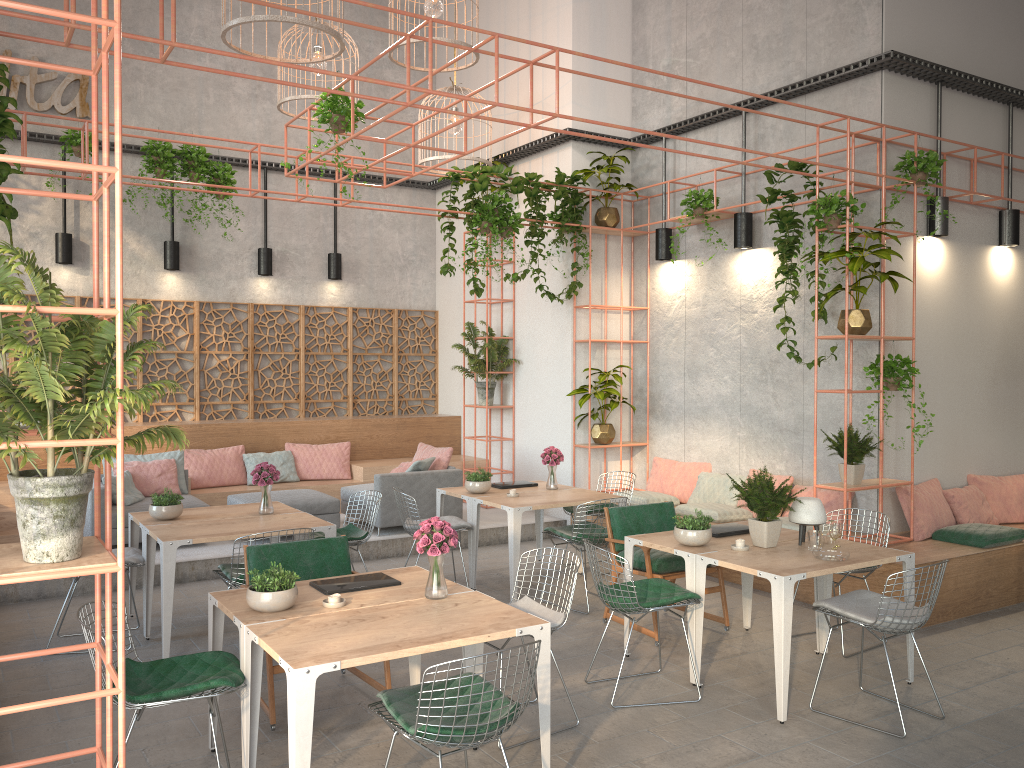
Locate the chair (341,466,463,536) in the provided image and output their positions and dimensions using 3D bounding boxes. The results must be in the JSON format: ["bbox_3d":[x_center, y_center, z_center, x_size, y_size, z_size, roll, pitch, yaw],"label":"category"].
[{"bbox_3d":[-1.272,1.273,10.142,1.052,0.672,1.127,-1,1,-32],"label":"chair"}]

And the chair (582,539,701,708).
[{"bbox_3d":[0.799,1.429,5.474,0.717,0.941,0.565,0,1,-16],"label":"chair"}]

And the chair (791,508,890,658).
[{"bbox_3d":[2.369,1.414,6.466,0.717,0.941,0.565,-1,1,-31],"label":"chair"}]

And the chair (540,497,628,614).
[{"bbox_3d":[0.620,1.391,7.518,0.565,0.941,0.717,-1,1,-36],"label":"chair"}]

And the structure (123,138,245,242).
[{"bbox_3d":[-3.907,-2.370,10.562,1.434,1.290,0.670,-1,1,-32],"label":"structure"}]

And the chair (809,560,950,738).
[{"bbox_3d":[2.118,1.438,5.125,0.565,0.941,0.717,-1,1,-36],"label":"chair"}]

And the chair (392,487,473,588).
[{"bbox_3d":[-0.699,1.381,7.867,0.717,0.941,0.565,0,1,-16],"label":"chair"}]

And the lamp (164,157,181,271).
[{"bbox_3d":[-4.306,-2.156,11.213,0.185,1.436,0.185,0,1,9],"label":"lamp"}]

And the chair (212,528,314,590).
[{"bbox_3d":[-1.698,1.412,6.067,0.565,0.941,0.717,-1,1,-36],"label":"chair"}]

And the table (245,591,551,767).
[{"bbox_3d":[-0.515,1.509,4.051,1.214,0.830,0.694,-1,1,-32],"label":"table"}]

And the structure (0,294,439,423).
[{"bbox_3d":[-4.661,-0.016,11.143,9.782,2.103,0.132,-1,1,-32],"label":"structure"}]

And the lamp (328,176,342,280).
[{"bbox_3d":[-2.469,-2.174,12.363,0.179,1.436,0.185,-1,1,-32],"label":"lamp"}]

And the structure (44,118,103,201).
[{"bbox_3d":[-4.904,-2.520,9.990,0.605,0.972,0.587,-1,1,-34],"label":"structure"}]

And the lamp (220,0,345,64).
[{"bbox_3d":[-1.678,-4.249,6.508,0.883,3.476,0.883,1,1,20],"label":"lamp"}]

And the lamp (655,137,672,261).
[{"bbox_3d":[1.733,-2.129,10.108,0.185,1.425,0.179,-1,1,-32],"label":"lamp"}]

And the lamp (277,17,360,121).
[{"bbox_3d":[-2.108,-4.726,9.659,0.883,3.476,0.883,1,1,20],"label":"lamp"}]

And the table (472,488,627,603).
[{"bbox_3d":[0.337,1.427,7.935,1.214,0.830,0.694,-1,1,-32],"label":"table"}]

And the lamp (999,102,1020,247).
[{"bbox_3d":[4.988,-2.099,8.885,0.179,1.425,0.185,-1,1,-32],"label":"lamp"}]

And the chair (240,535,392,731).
[{"bbox_3d":[-1.188,1.432,5.307,0.722,0.917,0.685,-1,1,-32],"label":"chair"}]

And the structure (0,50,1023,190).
[{"bbox_3d":[1.679,-2.792,6.006,15.203,0.110,15.603,-1,1,-32],"label":"structure"}]

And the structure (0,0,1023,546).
[{"bbox_3d":[2.049,-0.540,8.984,14.096,4.345,4.501,-1,1,-33],"label":"structure"}]

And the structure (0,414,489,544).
[{"bbox_3d":[-4.030,1.063,9.589,9.152,1.111,3.396,-1,1,-32],"label":"structure"}]

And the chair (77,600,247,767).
[{"bbox_3d":[-1.552,1.451,3.983,0.717,0.941,0.565,0,1,-16],"label":"chair"}]

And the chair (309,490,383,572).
[{"bbox_3d":[-1.448,1.388,7.408,0.717,0.941,0.565,-1,1,-31],"label":"chair"}]

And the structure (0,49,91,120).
[{"bbox_3d":[-5.889,-3.529,10.293,1.807,0.695,0.087,-1,1,-32],"label":"structure"}]

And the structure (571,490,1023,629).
[{"bbox_3d":[4.325,1.574,10.149,5.831,0.500,4.386,-1,1,-32],"label":"structure"}]

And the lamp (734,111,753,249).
[{"bbox_3d":[2.374,-2.109,9.084,0.185,1.425,0.179,-1,1,-32],"label":"lamp"}]

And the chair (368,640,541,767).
[{"bbox_3d":[-0.233,1.461,3.634,0.565,0.941,0.717,-1,1,-36],"label":"chair"}]

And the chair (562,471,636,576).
[{"bbox_3d":[0.871,1.366,8.859,0.717,0.941,0.565,-1,1,-31],"label":"chair"}]

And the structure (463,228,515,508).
[{"bbox_3d":[-0.307,-0.218,11.626,0.424,3.596,0.624,-1,1,-32],"label":"structure"}]

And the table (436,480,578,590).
[{"bbox_3d":[-0.036,1.415,8.523,1.205,0.830,0.694,-1,1,-32],"label":"table"}]

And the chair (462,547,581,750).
[{"bbox_3d":[0.018,1.436,4.975,0.717,0.941,0.565,-1,1,-31],"label":"chair"}]

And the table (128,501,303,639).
[{"bbox_3d":[-2.354,1.437,7.072,1.205,0.830,0.694,-1,1,-32],"label":"table"}]

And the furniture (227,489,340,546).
[{"bbox_3d":[-2.462,1.394,9.527,0.975,0.446,0.941,-1,1,-32],"label":"furniture"}]

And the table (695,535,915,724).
[{"bbox_3d":[1.835,1.474,5.542,1.214,0.830,0.694,-1,1,-32],"label":"table"}]

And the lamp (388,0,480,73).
[{"bbox_3d":[-0.758,-4.922,8.616,0.883,3.476,0.883,1,1,20],"label":"lamp"}]

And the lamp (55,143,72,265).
[{"bbox_3d":[-5.344,-2.147,10.563,0.185,1.436,0.185,0,1,9],"label":"lamp"}]

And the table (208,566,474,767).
[{"bbox_3d":[-0.888,1.498,4.639,1.205,0.830,0.694,-1,1,-32],"label":"table"}]

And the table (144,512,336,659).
[{"bbox_3d":[-1.982,1.449,6.485,1.214,0.830,0.694,-1,1,-32],"label":"table"}]

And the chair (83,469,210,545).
[{"bbox_3d":[-3.758,1.244,9.065,1.127,0.586,1.056,-1,1,-32],"label":"chair"}]

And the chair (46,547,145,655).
[{"bbox_3d":[-3.017,1.403,6.416,0.717,0.941,0.565,0,1,-16],"label":"chair"}]

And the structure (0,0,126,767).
[{"bbox_3d":[-1.685,0.137,3.218,0.424,3.602,0.624,-1,1,-32],"label":"structure"}]

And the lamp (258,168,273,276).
[{"bbox_3d":[-3.299,-2.166,11.843,0.185,1.436,0.185,0,1,9],"label":"lamp"}]

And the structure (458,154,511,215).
[{"bbox_3d":[-0.385,-2.560,11.449,0.903,0.803,0.934,1,1,29],"label":"structure"}]

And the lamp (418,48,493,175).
[{"bbox_3d":[-0.673,-4.321,10.539,0.883,3.476,0.883,1,1,20],"label":"lamp"}]

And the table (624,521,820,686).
[{"bbox_3d":[1.462,1.463,6.130,1.205,0.830,0.694,-1,1,-32],"label":"table"}]

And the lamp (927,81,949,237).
[{"bbox_3d":[3.964,-2.090,8.244,0.179,1.425,0.185,-1,1,-32],"label":"lamp"}]
